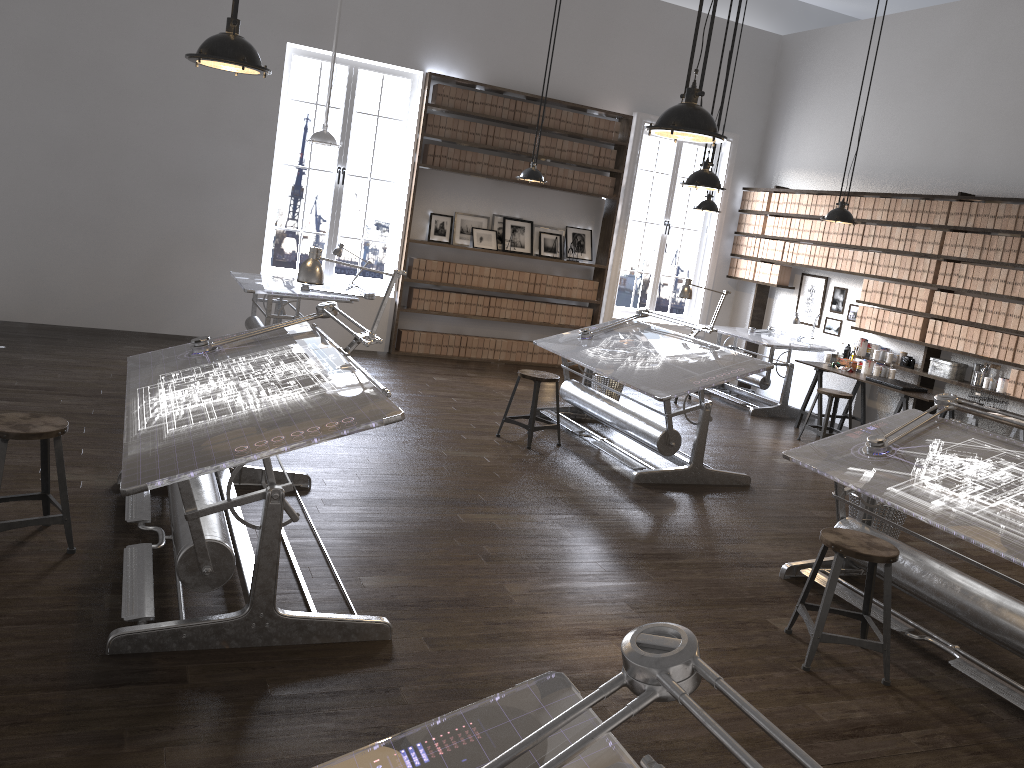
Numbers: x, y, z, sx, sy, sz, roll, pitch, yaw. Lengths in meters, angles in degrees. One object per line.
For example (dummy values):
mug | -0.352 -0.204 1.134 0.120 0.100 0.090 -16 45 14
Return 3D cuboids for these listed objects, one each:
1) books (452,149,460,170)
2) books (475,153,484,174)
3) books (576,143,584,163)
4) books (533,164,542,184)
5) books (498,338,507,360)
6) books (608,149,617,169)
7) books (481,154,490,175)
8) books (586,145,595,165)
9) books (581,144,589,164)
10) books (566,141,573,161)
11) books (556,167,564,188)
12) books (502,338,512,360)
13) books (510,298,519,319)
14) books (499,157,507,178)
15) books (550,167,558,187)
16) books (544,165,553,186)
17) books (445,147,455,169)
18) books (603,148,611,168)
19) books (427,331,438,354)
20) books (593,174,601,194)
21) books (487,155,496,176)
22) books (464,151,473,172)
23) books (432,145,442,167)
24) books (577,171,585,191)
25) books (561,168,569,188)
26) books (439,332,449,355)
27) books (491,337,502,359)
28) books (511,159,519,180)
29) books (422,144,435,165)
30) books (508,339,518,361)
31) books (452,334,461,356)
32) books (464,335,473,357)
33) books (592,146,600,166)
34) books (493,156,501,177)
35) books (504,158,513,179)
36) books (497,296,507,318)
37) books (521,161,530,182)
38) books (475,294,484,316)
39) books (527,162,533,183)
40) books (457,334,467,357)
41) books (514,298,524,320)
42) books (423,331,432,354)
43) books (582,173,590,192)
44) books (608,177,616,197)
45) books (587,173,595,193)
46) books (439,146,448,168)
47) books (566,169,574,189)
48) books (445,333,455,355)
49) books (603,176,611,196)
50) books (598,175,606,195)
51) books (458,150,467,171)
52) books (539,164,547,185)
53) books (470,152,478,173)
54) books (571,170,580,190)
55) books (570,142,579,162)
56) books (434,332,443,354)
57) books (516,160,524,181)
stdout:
books | -0.634 -2.443 9.635 0.066 0.224 0.176 5 9 -24
books | -0.388 -2.424 9.740 0.066 0.224 0.176 5 9 -24
books | 0.740 -2.652 10.179 0.066 0.224 0.176 5 9 -24
books | 0.253 -2.380 10.026 0.066 0.224 0.176 5 9 -24
books | -0.130 -0.406 10.251 0.066 0.224 0.176 5 9 -24
books | 1.140 -2.623 10.353 0.066 0.224 0.176 5 9 -24
books | -0.321 -2.419 9.767 0.067 0.224 0.176 5 9 -24
books | 0.871 -2.642 10.232 0.066 0.224 0.176 5 9 -24
books | 0.804 -2.647 10.208 0.066 0.224 0.176 5 9 -24
books | 0.618 -2.660 10.124 0.066 0.224 0.176 5 9 -24
books | 0.511 -2.360 10.133 0.067 0.224 0.176 5 9 -24
books | -0.074 -0.403 10.278 0.066 0.224 0.176 5 9 -24
books | -0.003 -0.872 10.217 0.066 0.224 0.176 5 9 -24
books | -0.131 -2.406 9.853 0.066 0.224 0.176 5 9 -24
books | 0.447 -2.366 10.111 0.066 0.224 0.176 5 9 -24
books | 0.383 -2.370 10.083 0.066 0.224 0.176 5 9 -24
books | -0.697 -2.446 9.603 0.066 0.224 0.176 5 9 -24
books | 1.070 -2.628 10.325 0.066 0.224 0.176 5 9 -24
books | -0.904 -0.461 9.907 0.067 0.224 0.176 5 9 -24
books | 0.953 -2.329 10.327 0.066 0.224 0.176 5 9 -24
books | -0.259 -2.416 9.799 0.066 0.224 0.176 5 9 -24
books | -0.505 -2.432 9.685 0.067 0.224 0.176 5 9 -24
books | -0.830 -2.455 9.543 0.067 0.224 0.176 5 9 -24
books | 0.757 -2.344 10.247 0.066 0.224 0.176 5 9 -24
books | 0.570 -2.357 10.164 0.066 0.224 0.176 5 9 -24
books | -0.780 -0.453 9.968 0.066 0.224 0.176 5 9 -24
books | -0.196 -0.411 10.220 0.067 0.224 0.176 5 9 -24
books | 0.002 -2.396 9.908 0.067 0.224 0.176 5 9 -24
books | -0.899 -2.461 9.518 0.066 0.224 0.176 5 9 -24
books | -0.011 -0.397 10.301 0.067 0.224 0.176 5 9 -24
books | -0.651 -0.444 10.025 0.066 0.224 0.176 5 9 -24
books | -0.515 -0.434 10.085 0.066 0.224 0.176 5 9 -24
books | 0.934 -2.638 10.265 0.066 0.224 0.176 5 9 -24
books | -0.196 -2.412 9.829 0.066 0.224 0.176 5 9 -24
books | -0.064 -2.401 9.879 0.066 0.224 0.176 5 9 -24
books | -0.130 -0.880 10.154 0.066 0.224 0.176 5 9 -24
books | 0.117 -2.389 9.966 0.066 0.224 0.176 5 9 -24
books | -0.391 -0.899 10.041 0.066 0.224 0.176 5 9 -24
books | 0.187 -2.383 9.991 0.067 0.224 0.176 5 9 -24
books | -0.580 -0.438 10.051 0.067 0.224 0.176 5 9 -24
books | 0.061 -0.867 10.244 0.066 0.224 0.176 5 9 -24
books | -0.967 -0.466 9.884 0.066 0.224 0.176 5 9 -24
books | 0.820 -2.339 10.277 0.066 0.224 0.176 5 9 -24
books | 1.133 -2.317 10.413 0.066 0.224 0.176 5 9 -24
books | 0.885 -2.334 10.301 0.066 0.224 0.176 5 9 -24
books | -0.763 -2.452 9.578 0.066 0.224 0.176 5 9 -24
books | 0.628 -2.352 10.188 0.066 0.224 0.176 5 9 -24
books | -0.714 -0.448 9.993 0.066 0.224 0.176 5 9 -24
books | 1.069 -2.321 10.383 0.066 0.224 0.176 5 9 -24
books | 1.013 -2.324 10.354 0.067 0.224 0.176 5 9 -24
books | -0.569 -2.438 9.663 0.066 0.224 0.176 5 9 -24
books | 0.320 -2.374 10.051 0.066 0.224 0.176 5 9 -24
books | -0.446 -2.429 9.716 0.066 0.224 0.176 5 9 -24
books | 0.695 -2.347 10.215 0.067 0.224 0.176 5 9 -24
books | 0.681 -2.655 10.147 0.067 0.224 0.176 5 9 -24
books | -0.845 -0.458 9.939 0.066 0.224 0.176 5 9 -24
books | 0.058 -2.393 9.938 0.066 0.224 0.176 5 9 -24
